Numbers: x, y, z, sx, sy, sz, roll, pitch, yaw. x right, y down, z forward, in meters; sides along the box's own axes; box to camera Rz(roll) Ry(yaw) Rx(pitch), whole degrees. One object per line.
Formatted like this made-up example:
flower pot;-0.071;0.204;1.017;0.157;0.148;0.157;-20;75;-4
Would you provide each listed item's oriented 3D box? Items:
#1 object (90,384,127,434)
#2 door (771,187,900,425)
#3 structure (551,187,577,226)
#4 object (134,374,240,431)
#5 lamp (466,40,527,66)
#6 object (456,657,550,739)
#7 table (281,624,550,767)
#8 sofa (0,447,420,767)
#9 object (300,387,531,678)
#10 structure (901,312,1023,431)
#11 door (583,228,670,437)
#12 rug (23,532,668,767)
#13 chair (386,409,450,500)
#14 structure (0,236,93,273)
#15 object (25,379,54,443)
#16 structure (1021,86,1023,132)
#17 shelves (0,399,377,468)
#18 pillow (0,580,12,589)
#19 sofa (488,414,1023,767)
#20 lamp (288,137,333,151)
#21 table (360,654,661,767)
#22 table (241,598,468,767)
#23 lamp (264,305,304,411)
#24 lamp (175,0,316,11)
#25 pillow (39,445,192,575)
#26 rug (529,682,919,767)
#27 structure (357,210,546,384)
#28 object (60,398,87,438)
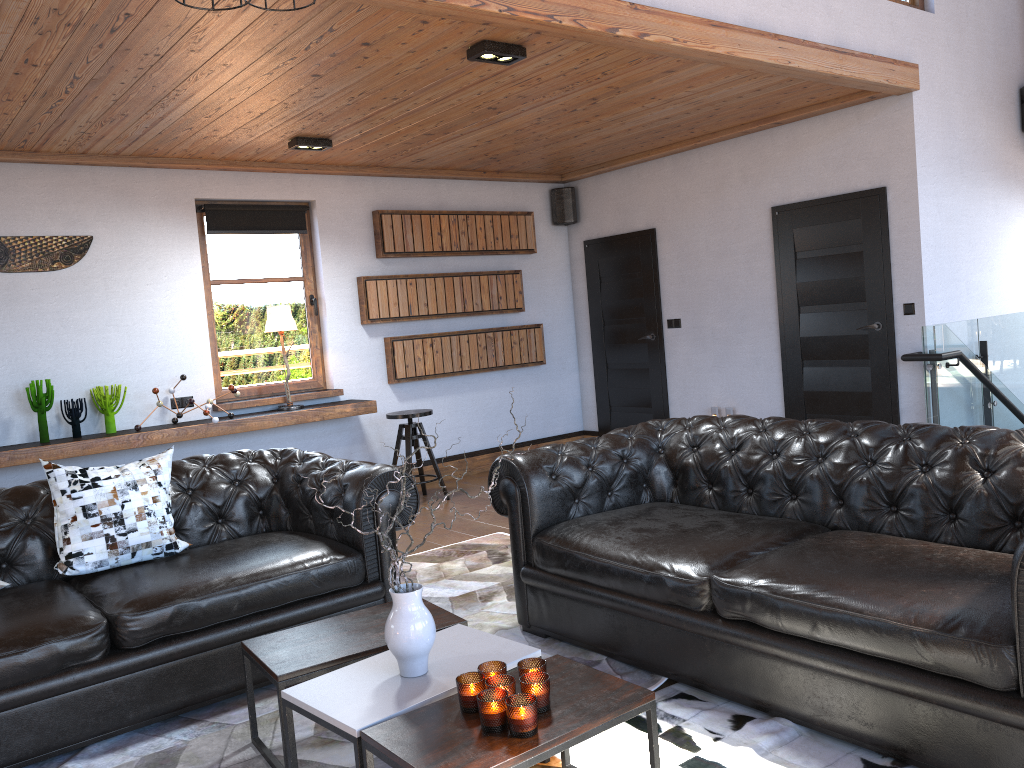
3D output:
object;-2.744;0.170;6.042;0.198;0.332;0.183;-4;4;12
door;2.380;-0.338;6.520;0.145;2.054;0.930;-7;4;-37
structure;0.507;-1.714;8.560;0.216;0.349;0.211;-8;5;-37
object;-2.294;0.104;6.290;0.649;0.349;0.519;-6;4;-10
lamp;-0.076;-1.624;4.333;0.264;0.068;0.153;-8;5;-37
object;-0.022;0.802;2.265;0.246;0.081;0.302;-5;4;1
table;-0.271;1.014;2.618;0.658;0.350;0.395;-8;5;-42
sofa;-1.728;0.830;3.528;2.598;0.837;1.225;-8;5;-38
object;-0.276;0.436;2.567;0.626;0.807;0.402;-7;4;-26
structure;8.552;-0.096;4.942;11.163;6.394;9.103;-8;5;-37
door;1.074;-0.354;8.236;0.145;2.054;0.930;-7;4;-37
rug;-0.990;1.165;3.513;4.094;0.053;2.404;-8;5;-37
chair;-0.769;0.577;6.925;0.398;0.720;0.388;-8;5;-37
structure;-3.336;-0.829;5.670;1.263;0.239;0.097;-8;5;-37
object;-3.040;0.178;5.735;0.145;0.410;0.160;-3;4;22
structure;4.053;-2.126;6.823;0.216;0.349;0.211;-8;5;-37
shelves;-3.885;0.467;5.143;6.725;0.988;0.605;-8;5;-37
pillow;-2.169;0.575;3.251;0.535;0.468;0.280;-7;5;-34
sofa;1.129;0.608;3.324;1.255;0.837;2.536;-8;5;-38
lamp;-1.375;-1.641;6.041;0.264;0.068;0.153;-8;5;-37
table;0.011;1.014;2.289;0.658;0.350;0.395;-8;5;-37
table;-0.516;1.006;2.998;0.658;0.350;0.396;-7;5;-32
lamp;-1.842;0.147;6.893;0.624;1.480;0.249;-1;5;44
lamp;-0.845;-1.940;1.872;0.258;2.200;0.813;-1;5;44
pillow;-1.627;0.499;3.669;0.535;0.468;0.280;-7;5;-34
rug;1.761;1.066;1.730;2.462;0.053;3.764;-8;5;-36
structure;-0.558;-0.803;7.928;1.875;1.444;0.317;-8;5;-37
object;-2.910;0.230;5.897;0.122;0.260;0.131;-3;4;23
